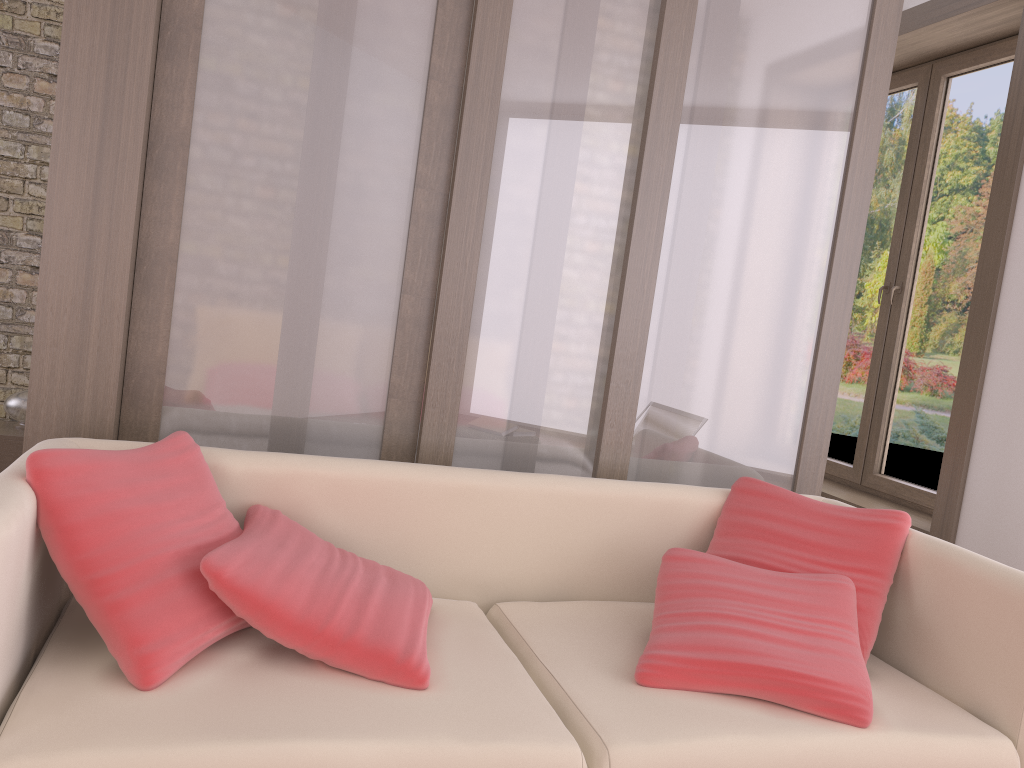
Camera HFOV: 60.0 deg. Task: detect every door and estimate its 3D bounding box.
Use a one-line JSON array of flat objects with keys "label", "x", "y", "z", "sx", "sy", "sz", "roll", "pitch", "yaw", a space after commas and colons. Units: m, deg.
[{"label": "door", "x": 2.022, "y": -0.554, "z": 4.662, "sx": 0.117, "sy": 2.221, "sz": 1.750, "roll": 6, "pitch": 5, "yaw": -18}]

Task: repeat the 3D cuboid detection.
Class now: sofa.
[{"label": "sofa", "x": 0.019, "y": 0.646, "z": 2.001, "sx": 2.204, "sy": 0.751, "sz": 0.919, "roll": 6, "pitch": 5, "yaw": -18}]

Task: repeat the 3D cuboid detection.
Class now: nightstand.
[{"label": "nightstand", "x": -2.474, "y": 0.355, "z": 4.576, "sx": 0.707, "sy": 0.240, "sz": 0.400, "roll": 6, "pitch": 5, "yaw": -18}]

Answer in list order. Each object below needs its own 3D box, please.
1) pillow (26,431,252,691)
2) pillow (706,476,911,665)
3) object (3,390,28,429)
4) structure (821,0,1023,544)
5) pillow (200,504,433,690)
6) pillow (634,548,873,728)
[{"label": "pillow", "x": -0.705, "y": 0.325, "z": 1.810, "sx": 0.379, "sy": 0.377, "sz": 0.498, "roll": 9, "pitch": 5, "yaw": 17}, {"label": "pillow", "x": 0.724, "y": 0.480, "z": 2.315, "sx": 0.498, "sy": 0.377, "sz": 0.379, "roll": 11, "pitch": 6, "yaw": 32}, {"label": "object", "x": -2.476, "y": 0.130, "z": 4.609, "sx": 0.296, "sy": 0.199, "sz": 0.211, "roll": 6, "pitch": 5, "yaw": -20}, {"label": "structure", "x": 1.689, "y": -0.409, "z": 4.594, "sx": 0.808, "sy": 2.881, "sz": 2.039, "roll": 6, "pitch": 5, "yaw": -18}, {"label": "pillow", "x": -0.396, "y": 0.443, "z": 1.917, "sx": 0.467, "sy": 0.224, "sz": 0.507, "roll": 7, "pitch": 5, "yaw": -5}, {"label": "pillow", "x": 0.556, "y": 0.563, "z": 2.043, "sx": 0.507, "sy": 0.224, "sz": 0.467, "roll": 9, "pitch": 5, "yaw": 10}]
